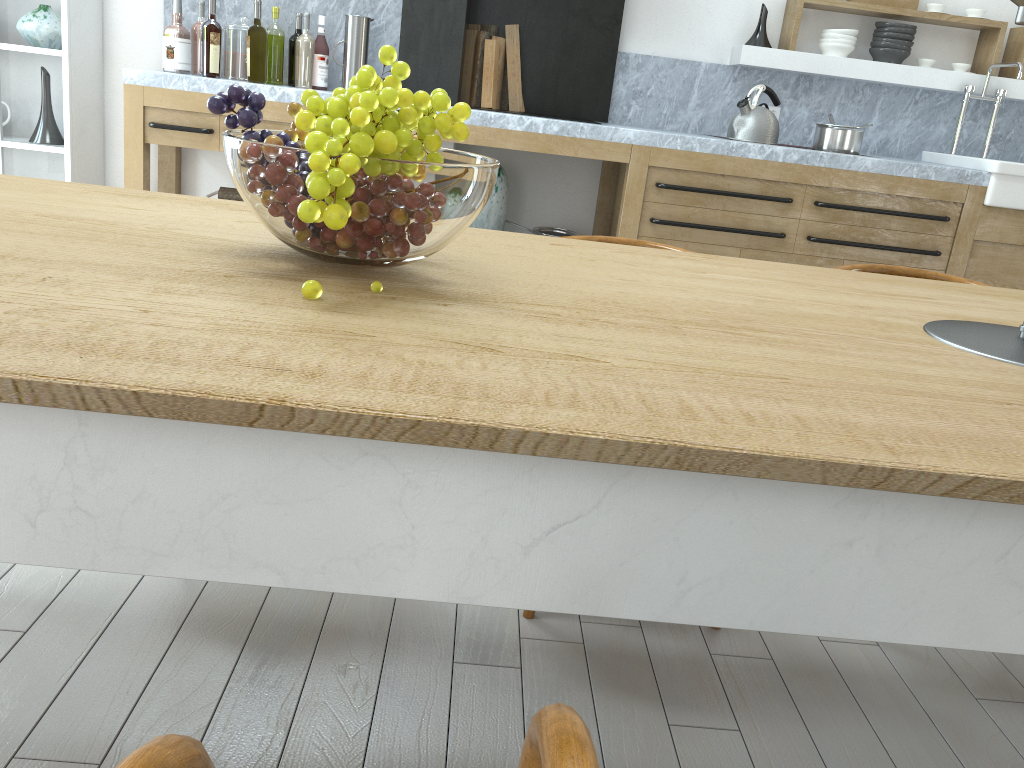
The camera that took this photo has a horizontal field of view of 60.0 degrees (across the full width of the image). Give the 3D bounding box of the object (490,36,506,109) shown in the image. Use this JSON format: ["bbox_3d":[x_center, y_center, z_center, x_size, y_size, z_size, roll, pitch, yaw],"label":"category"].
[{"bbox_3d":[-0.092,-1.558,4.472,0.072,0.363,0.131,11,17,14],"label":"object"}]

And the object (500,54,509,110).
[{"bbox_3d":[-0.055,-1.560,4.606,0.105,0.293,0.111,-2,19,-27],"label":"object"}]

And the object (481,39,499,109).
[{"bbox_3d":[-0.106,-1.518,4.358,0.081,0.333,0.149,3,17,-13],"label":"object"}]

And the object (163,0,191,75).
[{"bbox_3d":[-1.500,-1.575,3.971,0.088,0.357,0.086,12,17,18],"label":"object"}]

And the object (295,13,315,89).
[{"bbox_3d":[-0.936,-1.504,4.012,0.085,0.328,0.086,8,17,5],"label":"object"}]

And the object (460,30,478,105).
[{"bbox_3d":[-0.219,-1.580,4.431,0.057,0.356,0.075,10,17,11],"label":"object"}]

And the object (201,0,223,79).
[{"bbox_3d":[-1.322,-1.522,3.902,0.093,0.356,0.093,17,19,30],"label":"object"}]

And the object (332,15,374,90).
[{"bbox_3d":[-0.730,-1.504,4.056,0.164,0.337,0.115,7,17,0],"label":"object"}]

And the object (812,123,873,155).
[{"bbox_3d":[1.633,-1.177,4.265,0.394,0.169,0.234,-1,19,-22],"label":"object"}]

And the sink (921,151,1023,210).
[{"bbox_3d":[2.634,-0.954,4.328,1.020,0.200,0.733,6,18,-3],"label":"sink"}]

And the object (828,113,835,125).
[{"bbox_3d":[1.556,-1.221,4.286,0.051,0.165,0.238,5,18,-8],"label":"object"}]

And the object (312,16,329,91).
[{"bbox_3d":[-0.889,-1.531,4.109,0.081,0.327,0.082,14,18,23],"label":"object"}]

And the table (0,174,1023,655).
[{"bbox_3d":[0.545,0.312,1.315,3.348,0.792,1.027,6,17,-3],"label":"table"}]

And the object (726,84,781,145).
[{"bbox_3d":[1.165,-1.287,4.216,0.246,0.265,0.248,9,17,6],"label":"object"}]

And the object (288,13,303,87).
[{"bbox_3d":[-0.995,-1.548,4.117,0.085,0.328,0.086,8,17,5],"label":"object"}]

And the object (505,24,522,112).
[{"bbox_3d":[0.016,-1.596,4.494,0.148,0.424,0.079,17,19,31],"label":"object"}]

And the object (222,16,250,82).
[{"bbox_3d":[-1.236,-1.546,4.085,0.184,0.284,0.185,13,18,20],"label":"object"}]

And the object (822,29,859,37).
[{"bbox_3d":[1.696,-1.801,4.594,0.181,0.075,0.181,19,21,32],"label":"object"}]

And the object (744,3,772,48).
[{"bbox_3d":[1.293,-1.853,4.590,0.156,0.217,0.157,0,18,-21],"label":"object"}]

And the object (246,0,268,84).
[{"bbox_3d":[-1.126,-1.506,3.914,0.093,0.356,0.093,21,21,39],"label":"object"}]

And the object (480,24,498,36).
[{"bbox_3d":[-0.141,-1.613,4.585,0.089,0.455,0.111,6,17,-3],"label":"object"}]

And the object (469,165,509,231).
[{"bbox_3d":[-0.140,-0.911,4.612,0.232,0.494,0.231,20,21,36],"label":"object"}]

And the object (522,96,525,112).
[{"bbox_3d":[0.025,-1.536,4.595,0.113,0.249,0.058,7,17,0],"label":"object"}]

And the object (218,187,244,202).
[{"bbox_3d":[-1.232,-0.867,4.199,0.291,0.101,0.105,5,17,-5],"label":"object"}]

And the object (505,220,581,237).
[{"bbox_3d":[0.158,-0.779,4.826,0.457,0.195,0.269,17,20,30],"label":"object"}]

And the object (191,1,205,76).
[{"bbox_3d":[-1.427,-1.581,4.066,0.085,0.328,0.086,8,17,5],"label":"object"}]

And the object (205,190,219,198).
[{"bbox_3d":[-1.163,-0.767,4.219,0.527,0.229,0.433,5,18,-5],"label":"object"}]

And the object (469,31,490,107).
[{"bbox_3d":[-0.162,-1.564,4.422,0.068,0.364,0.132,10,17,10],"label":"object"}]

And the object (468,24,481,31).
[{"bbox_3d":[-0.211,-1.635,4.586,0.068,0.422,0.089,10,17,11],"label":"object"}]

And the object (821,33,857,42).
[{"bbox_3d":[1.691,-1.774,4.602,0.181,0.068,0.182,11,18,14],"label":"object"}]

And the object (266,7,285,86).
[{"bbox_3d":[-1.078,-1.530,4.022,0.092,0.336,0.092,11,17,14],"label":"object"}]
